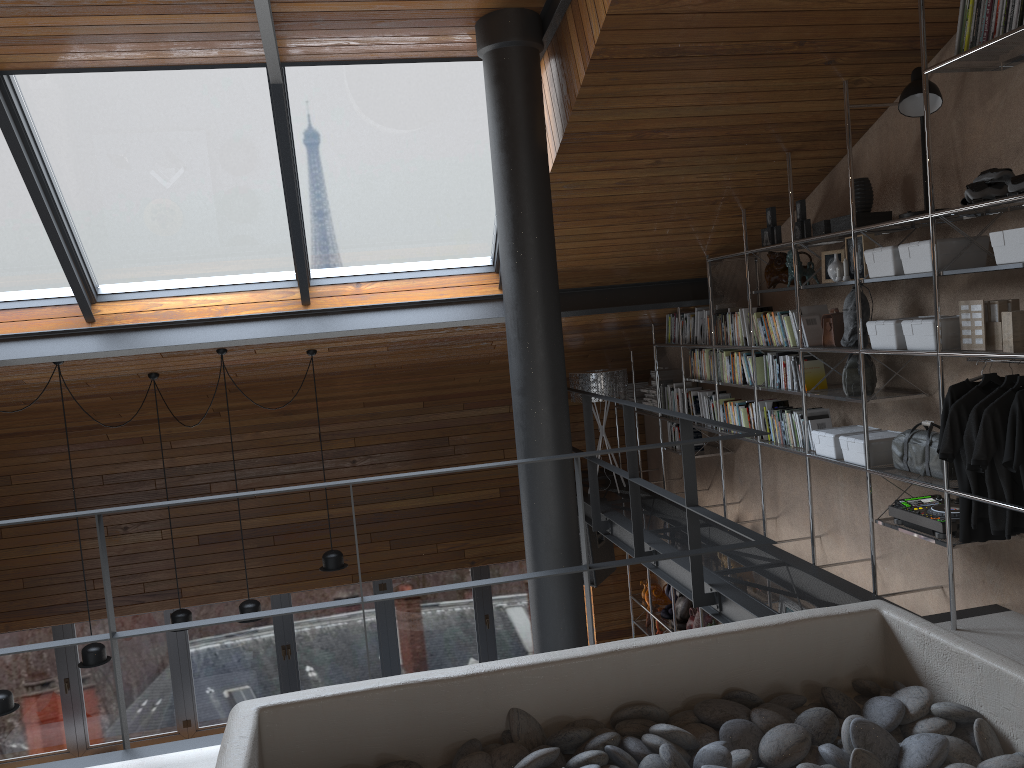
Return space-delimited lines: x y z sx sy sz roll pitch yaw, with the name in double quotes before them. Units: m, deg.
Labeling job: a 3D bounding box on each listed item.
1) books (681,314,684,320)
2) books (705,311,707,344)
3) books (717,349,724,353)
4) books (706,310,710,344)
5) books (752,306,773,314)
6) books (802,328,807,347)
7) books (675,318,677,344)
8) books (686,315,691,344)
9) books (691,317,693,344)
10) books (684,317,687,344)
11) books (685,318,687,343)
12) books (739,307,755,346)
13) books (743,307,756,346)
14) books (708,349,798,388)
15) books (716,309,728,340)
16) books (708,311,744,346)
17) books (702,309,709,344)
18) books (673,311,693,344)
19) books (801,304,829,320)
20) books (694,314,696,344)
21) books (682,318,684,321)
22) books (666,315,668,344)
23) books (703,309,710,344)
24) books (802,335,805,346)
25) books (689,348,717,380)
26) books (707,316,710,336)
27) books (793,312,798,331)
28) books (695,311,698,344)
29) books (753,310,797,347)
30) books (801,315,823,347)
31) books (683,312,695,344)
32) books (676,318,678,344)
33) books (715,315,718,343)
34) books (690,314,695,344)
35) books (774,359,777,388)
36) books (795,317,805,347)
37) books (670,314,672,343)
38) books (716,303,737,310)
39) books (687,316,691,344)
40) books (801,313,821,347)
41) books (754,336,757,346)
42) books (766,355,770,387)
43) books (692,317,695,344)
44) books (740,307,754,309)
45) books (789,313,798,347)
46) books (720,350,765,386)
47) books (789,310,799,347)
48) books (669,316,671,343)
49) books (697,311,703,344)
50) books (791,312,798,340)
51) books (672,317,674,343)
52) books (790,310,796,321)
"books" 1.329 -0.415 6.612 0.161 0.220 0.074 -6 4 -11
"books" 1.412 -0.396 6.176 0.148 0.233 0.053 -6 4 -11
"books" 1.475 -0.139 6.056 0.143 0.218 0.020 -6 4 -11
"books" 1.421 -0.397 6.155 0.148 0.234 0.033 -6 4 -11
"books" 1.558 -0.360 5.488 0.148 0.233 0.053 -6 4 -11
"books" 1.673 -0.319 4.906 0.161 0.215 0.092 -6 4 -11
"books" 1.299 -0.409 6.712 0.127 0.197 0.063 -6 4 -11
"books" 1.344 -0.405 6.489 0.137 0.213 0.068 -6 4 -11
"books" 1.361 -0.391 6.423 0.126 0.194 0.064 -6 4 -11
"books" 1.320 -0.396 6.525 0.111 0.194 0.059 -6 4 -11
"books" 1.340 -0.396 6.506 0.138 0.189 0.065 -6 4 -11
"books" 1.510 -0.362 5.564 0.148 0.233 0.053 -6 4 -11
"books" 1.521 -0.359 5.516 0.148 0.233 0.053 -6 4 -11
"books" 1.526 -0.115 5.722 0.138 0.212 1.040 -6 4 -11
"books" 1.443 -0.385 5.977 0.129 0.231 0.010 -6 4 -11
"books" 1.458 -0.370 5.869 0.131 0.216 0.509 -6 4 -11
"books" 1.431 -0.412 6.248 0.191 0.249 0.077 -6 4 -11
"books" 1.300 -0.430 6.744 0.143 0.233 0.081 -6 4 -11
"books" 1.685 -0.331 4.902 0.177 0.209 0.082 -6 4 -11
"books" 1.370 -0.399 6.366 0.118 0.218 0.073 -6 4 -11
"books" 1.315 -0.400 6.579 0.111 0.194 0.059 -6 4 -11
"books" 1.270 -0.436 6.903 0.148 0.229 0.073 -6 4 -11
"books" 1.438 -0.409 6.237 0.191 0.244 0.075 -6 4 -11
"books" 1.660 -0.310 4.921 0.125 0.200 0.088 -6 4 -11
"books" 1.388 -0.150 6.336 0.130 0.216 0.311 -6 4 -11
"books" 1.425 -0.379 6.133 0.143 0.199 0.019 -6 4 -11
"books" 1.650 -0.309 4.948 0.127 0.192 0.079 -6 4 -11
"books" 1.371 -0.407 6.296 0.148 0.229 0.073 -6 4 -11
"books" 1.582 -0.327 5.220 0.139 0.206 0.497 -6 4 -11
"books" 1.656 -0.293 4.871 0.112 0.169 0.068 -6 4 -11
"books" 1.323 -0.412 6.534 0.122 0.227 0.076 -6 4 -11
"books" 1.296 -0.406 6.669 0.127 0.197 0.063 -6 4 -11
"books" 1.445 -0.376 6.024 0.148 0.206 0.018 -6 4 -11
"books" 1.355 -0.403 6.433 0.133 0.215 0.070 -6 4 -11
"books" 1.620 -0.068 5.265 0.130 0.169 0.010 -6 4 -11
"books" 1.650 -0.294 4.930 0.119 0.166 0.072 -6 4 -11
"books" 1.294 -0.433 6.841 0.148 0.229 0.073 -6 4 -11
"books" 1.456 -0.406 5.995 0.143 0.268 0.020 -6 4 -11
"books" 1.347 -0.400 6.477 0.131 0.202 0.068 -6 4 -11
"books" 1.659 -0.297 4.884 0.117 0.176 0.074 -6 4 -11
"books" 1.547 -0.332 5.470 0.131 0.180 0.042 -6 4 -11
"books" 1.624 -0.086 5.359 0.169 0.189 0.018 -6 4 -11
"books" 1.363 -0.394 6.406 0.123 0.201 0.071 -6 4 -11
"books" 1.522 -0.366 5.597 0.143 0.236 0.062 -6 4 -11
"books" 1.644 -0.312 4.999 0.127 0.192 0.079 -6 4 -11
"books" 1.511 -0.108 5.696 0.139 0.208 0.494 -6 4 -11
"books" 1.662 -0.322 4.993 0.164 0.209 0.084 -6 4 -11
"books" 1.284 -0.427 6.855 0.149 0.202 0.067 -6 4 -11
"books" 1.380 -0.405 6.251 0.148 0.229 0.073 -6 4 -11
"books" 1.641 -0.309 4.957 0.127 0.192 0.079 -6 4 -11
"books" 1.288 -0.415 6.789 0.130 0.202 0.063 -6 4 -11
"books" 1.664 -0.322 4.984 0.170 0.209 0.082 -6 4 -12
